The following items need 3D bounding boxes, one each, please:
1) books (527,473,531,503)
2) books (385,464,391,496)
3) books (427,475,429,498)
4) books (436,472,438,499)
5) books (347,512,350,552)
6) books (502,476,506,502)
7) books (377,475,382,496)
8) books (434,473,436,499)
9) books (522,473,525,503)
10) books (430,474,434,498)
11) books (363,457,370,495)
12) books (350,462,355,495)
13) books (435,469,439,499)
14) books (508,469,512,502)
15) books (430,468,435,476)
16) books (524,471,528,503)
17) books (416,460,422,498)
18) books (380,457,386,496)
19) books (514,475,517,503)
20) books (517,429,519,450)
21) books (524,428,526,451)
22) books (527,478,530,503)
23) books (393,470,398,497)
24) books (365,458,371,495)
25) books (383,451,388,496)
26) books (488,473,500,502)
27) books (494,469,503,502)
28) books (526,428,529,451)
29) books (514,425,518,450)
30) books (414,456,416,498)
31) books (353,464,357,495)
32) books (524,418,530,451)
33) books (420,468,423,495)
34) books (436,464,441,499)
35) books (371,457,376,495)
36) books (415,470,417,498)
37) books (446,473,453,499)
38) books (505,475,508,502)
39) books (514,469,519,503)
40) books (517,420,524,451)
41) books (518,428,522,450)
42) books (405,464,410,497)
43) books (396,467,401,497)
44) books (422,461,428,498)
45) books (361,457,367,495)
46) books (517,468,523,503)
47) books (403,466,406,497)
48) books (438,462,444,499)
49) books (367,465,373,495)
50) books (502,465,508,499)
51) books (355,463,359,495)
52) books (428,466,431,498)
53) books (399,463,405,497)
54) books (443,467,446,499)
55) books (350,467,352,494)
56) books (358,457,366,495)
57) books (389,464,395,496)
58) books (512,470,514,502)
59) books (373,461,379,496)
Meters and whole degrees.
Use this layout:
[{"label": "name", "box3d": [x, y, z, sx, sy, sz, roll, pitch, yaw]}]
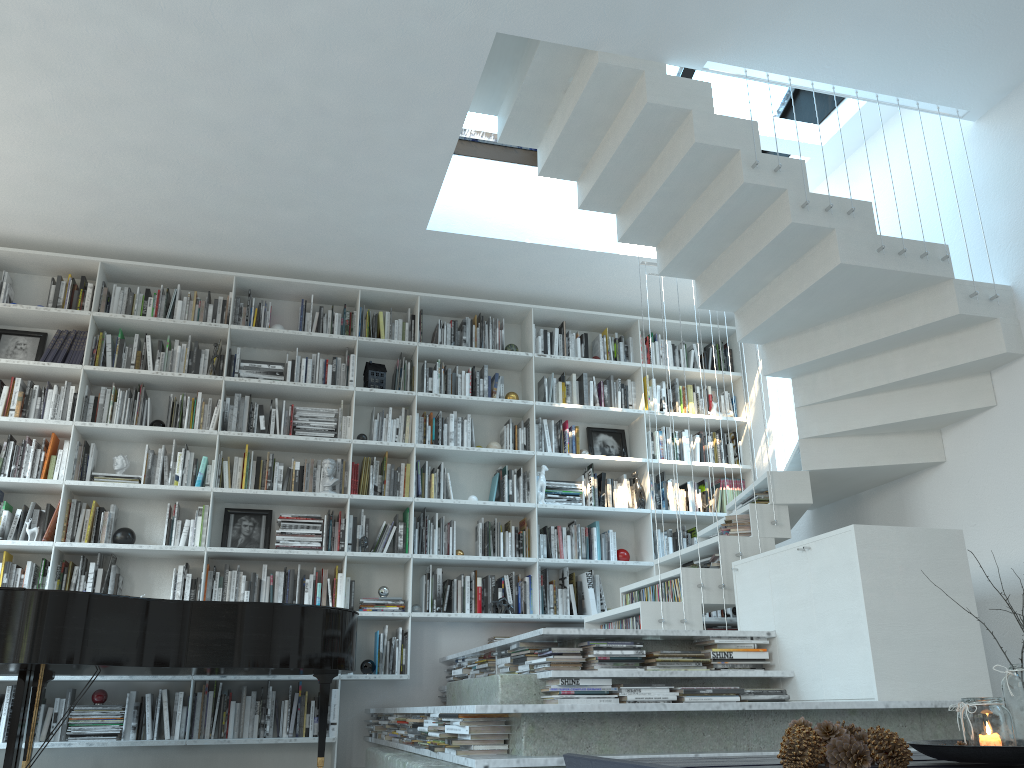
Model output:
[{"label": "books", "box3d": [0.109, 0.765, 6.239, 0.010, 0.244, 0.159, 5, -20, -15]}, {"label": "books", "box3d": [-0.851, 0.684, 5.999, 0.033, 0.252, 0.175, 5, -20, -15]}, {"label": "books", "box3d": [-0.591, 0.733, 6.055, 0.014, 0.192, 0.147, 5, -20, -15]}, {"label": "books", "box3d": [-0.529, 0.727, 6.068, 0.007, 0.211, 0.158, 5, -20, -15]}, {"label": "books", "box3d": [-1.088, 0.996, 5.827, 0.012, 0.284, 0.160, 5, -20, -15]}, {"label": "books", "box3d": [-0.072, 0.766, 6.187, 0.006, 0.209, 0.188, 5, -21, -15]}, {"label": "books", "box3d": [-0.904, 0.719, 5.990, 0.030, 0.180, 0.132, 5, -20, -15]}, {"label": "books", "box3d": [-0.541, 0.730, 6.072, 0.014, 0.208, 0.157, 5, -20, -15]}, {"label": "books", "box3d": [0.062, 0.765, 6.238, 0.013, 0.244, 0.159, 5, -20, -15]}, {"label": "books", "box3d": [-0.556, 0.727, 6.039, 0.017, 0.191, 0.192, 5, -21, -15]}, {"label": "books", "box3d": [-0.988, 0.649, 5.959, 0.035, 0.292, 0.145, 5, -20, -15]}, {"label": "books", "box3d": [-1.078, 0.666, 5.949, 0.015, 0.254, 0.151, 5, -20, -15]}, {"label": "books", "box3d": [-0.521, 0.717, 6.087, 0.017, 0.242, 0.133, 5, -20, -15]}, {"label": "books", "box3d": [-0.029, 0.746, 6.209, 0.018, 0.262, 0.165, 5, -20, -15]}, {"label": "books", "box3d": [-0.552, 0.713, 6.075, 0.008, 0.241, 0.169, 5, -20, -15]}, {"label": "books", "box3d": [0.078, 0.756, 6.226, 0.011, 0.251, 0.169, 5, -20, -15]}, {"label": "books", "box3d": [-0.646, 0.681, 6.049, 0.035, 0.286, 0.192, 5, -20, -15]}, {"label": "books", "box3d": [-0.875, 0.655, 5.978, 0.019, 0.292, 0.183, 5, -20, -15]}, {"label": "books", "box3d": [0.002, 0.764, 6.204, 0.012, 0.223, 0.178, 5, -21, -15]}, {"label": "books", "box3d": [0.023, 0.438, 6.354, 0.012, 0.205, 0.138, 5, -20, -15]}, {"label": "books", "box3d": [0.068, 0.434, 6.343, 0.013, 0.203, 0.174, 5, -21, -15]}, {"label": "books", "box3d": [0.091, 0.782, 6.238, 0.023, 0.211, 0.165, 5, -20, -15]}, {"label": "books", "box3d": [-0.801, 0.705, 5.988, 0.034, 0.203, 0.182, 5, -21, -15]}, {"label": "books", "box3d": [-0.980, 0.655, 5.976, 0.035, 0.292, 0.145, 5, -20, -15]}, {"label": "books", "box3d": [-0.868, 0.641, 6.005, 0.021, 0.336, 0.170, 5, -20, -15]}, {"label": "books", "box3d": [-0.132, 0.753, 6.189, 0.056, 0.240, 0.154, 5, -20, -15]}, {"label": "books", "box3d": [-0.094, 0.741, 6.197, 0.021, 0.263, 0.175, 5, -20, -15]}, {"label": "books", "box3d": [0.091, 0.437, 6.353, 0.012, 0.205, 0.170, 5, -21, -15]}, {"label": "books", "box3d": [0.010, 0.425, 6.349, 0.016, 0.227, 0.160, 5, -20, -15]}, {"label": "books", "box3d": [-0.675, 0.662, 6.043, 0.006, 0.317, 0.165, 5, -20, -15]}, {"label": "books", "box3d": [-1.061, 0.672, 5.951, 0.014, 0.243, 0.145, 5, -20, -15]}, {"label": "books", "box3d": [0.101, 0.402, 6.361, 0.005, 0.277, 0.183, 5, -20, -15]}, {"label": "books", "box3d": [-0.630, 0.710, 6.065, 0.007, 0.243, 0.146, 5, -20, -15]}, {"label": "books", "box3d": [-0.508, 0.702, 6.086, 0.006, 0.269, 0.179, 5, -20, -15]}, {"label": "books", "box3d": [-0.941, 0.654, 5.974, 0.019, 0.293, 0.164, 5, -20, -15]}, {"label": "books", "box3d": [-0.668, 0.714, 6.042, 0.015, 0.219, 0.155, 5, -20, -15]}, {"label": "books", "box3d": [-0.439, 0.732, 6.080, 0.051, 0.209, 0.177, 5, -21, -15]}, {"label": "books", "box3d": [-0.063, 0.763, 6.191, 0.013, 0.218, 0.188, 5, -21, -15]}, {"label": "books", "box3d": [0.016, 0.747, 6.231, 0.032, 0.273, 0.155, 5, -20, -15]}, {"label": "books", "box3d": [0.054, 0.409, 6.349, 0.016, 0.256, 0.176, 5, -20, -15]}, {"label": "books", "box3d": [0.038, 0.437, 6.346, 0.013, 0.201, 0.174, 5, -21, -15]}, {"label": "books", "box3d": [-0.723, 0.691, 6.045, 0.033, 0.267, 0.142, 5, -20, -15]}, {"label": "books", "box3d": [-0.781, 0.697, 6.018, 0.028, 0.238, 0.146, 5, -20, -15]}, {"label": "books", "box3d": [-0.599, 0.683, 6.045, 0.013, 0.278, 0.192, 5, -20, -15]}, {"label": "books", "box3d": [-1.005, 0.653, 5.969, 0.035, 0.292, 0.145, 5, -20, -15]}, {"label": "books", "box3d": [0.043, 0.742, 6.217, 0.012, 0.272, 0.184, 5, -20, -15]}, {"label": "books", "box3d": [-0.743, 0.700, 6.039, 0.019, 0.247, 0.149, 5, -20, -15]}, {"label": "books", "box3d": [-0.495, 0.697, 6.098, 0.013, 0.286, 0.159, 5, -20, -15]}, {"label": "books", "box3d": [-0.958, 0.682, 5.962, 0.015, 0.231, 0.180, 5, -20, -15]}, {"label": "books", "box3d": [-0.055, 0.733, 6.221, 0.013, 0.294, 0.154, 5, -20, -15]}, {"label": "books", "box3d": [-1.050, 0.676, 5.965, 0.013, 0.246, 0.177, 5, -20, -15]}, {"label": "books", "box3d": [-0.580, 0.706, 6.074, 0.013, 0.255, 0.145, 5, -20, -15]}, {"label": "books", "box3d": [-0.757, 0.684, 6.024, 0.032, 0.265, 0.143, 5, -20, -15]}, {"label": "books", "box3d": [-0.475, 0.717, 6.105, 0.007, 0.253, 0.161, 5, -20, -15]}, {"label": "books", "box3d": [-1.092, 0.665, 5.944, 0.014, 0.253, 0.161, 5, -20, -15]}, {"label": "books", "box3d": [-1.014, 0.649, 5.956, 0.035, 0.292, 0.145, 5, -20, -15]}, {"label": "books", "box3d": [-0.822, 0.682, 5.981, 0.027, 0.241, 0.189, 5, -20, -15]}, {"label": "books", "box3d": [-0.014, 0.749, 6.213, 0.015, 0.258, 0.152, 5, -20, -15]}, {"label": "books", "box3d": [-0.928, 0.671, 5.997, 0.035, 0.277, 0.139, 5, -20, -15]}]
